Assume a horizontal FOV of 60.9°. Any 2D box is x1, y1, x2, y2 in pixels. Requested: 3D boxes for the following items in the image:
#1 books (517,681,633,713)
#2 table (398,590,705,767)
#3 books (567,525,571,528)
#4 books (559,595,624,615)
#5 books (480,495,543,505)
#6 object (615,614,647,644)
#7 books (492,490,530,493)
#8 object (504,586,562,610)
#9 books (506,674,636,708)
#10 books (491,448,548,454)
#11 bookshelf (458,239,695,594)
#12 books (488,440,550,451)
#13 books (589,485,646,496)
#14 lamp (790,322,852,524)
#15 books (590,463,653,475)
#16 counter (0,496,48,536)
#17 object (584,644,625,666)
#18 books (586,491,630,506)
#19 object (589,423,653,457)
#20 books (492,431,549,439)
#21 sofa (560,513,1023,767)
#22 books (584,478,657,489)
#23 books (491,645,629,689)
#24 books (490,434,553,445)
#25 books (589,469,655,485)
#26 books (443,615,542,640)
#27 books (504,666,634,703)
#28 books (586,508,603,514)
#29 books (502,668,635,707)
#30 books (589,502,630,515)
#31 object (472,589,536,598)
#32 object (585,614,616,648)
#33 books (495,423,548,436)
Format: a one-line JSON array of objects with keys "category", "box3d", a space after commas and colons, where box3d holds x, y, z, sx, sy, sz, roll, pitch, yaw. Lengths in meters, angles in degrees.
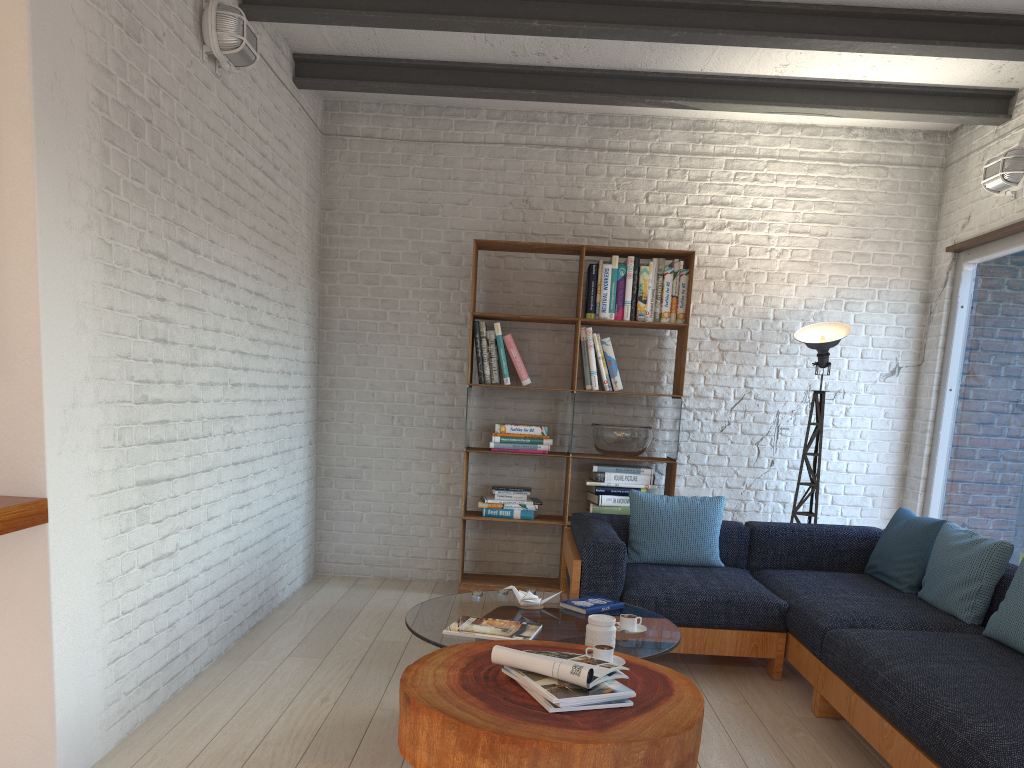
[{"category": "books", "box3d": [0.165, 0.883, 2.530, 0.253, 0.011, 0.313, 3, -1, -20]}, {"category": "table", "box3d": [0.068, 1.120, 3.101, 1.075, 0.454, 1.805, 3, 0, 6]}, {"category": "books", "box3d": [0.358, 1.114, 5.689, 0.036, 0.391, 0.238, 3, 7, 1]}, {"category": "books", "box3d": [0.337, 0.938, 3.703, 0.231, 0.023, 0.160, 4, -1, -41]}, {"category": "books", "box3d": [-0.006, 0.751, 5.633, 0.380, 0.018, 0.240, 3, -1, -7]}, {"category": "object", "box3d": [0.452, 0.924, 3.306, 0.155, 0.058, 0.266, 3, 0, -7]}, {"category": "books", "box3d": [-0.003, 0.685, 5.645, 0.242, 0.008, 0.154, 3, -1, 1]}, {"category": "object", "box3d": [0.085, 0.889, 3.662, 0.185, 0.093, 0.192, 4, 1, 26]}, {"category": "books", "box3d": [0.163, 0.872, 2.543, 0.253, 0.011, 0.313, 3, -1, -30]}, {"category": "books", "box3d": [0.050, 0.421, 5.581, 0.355, 0.021, 0.268, 3, -1, 1]}, {"category": "bookshelf", "box3d": [0.374, 0.283, 5.539, 1.318, 2.247, 0.355, 3, 9, 0]}, {"category": "books", "box3d": [0.042, 0.392, 5.570, 0.380, 0.037, 0.240, 3, 0, -4]}, {"category": "books", "box3d": [0.672, 0.676, 5.594, 0.327, 0.056, 0.251, 3, 0, -5]}, {"category": "lamp", "box3d": [1.990, 0.549, 5.218, 0.505, 1.883, 0.849, -2, 9, -27]}, {"category": "books", "box3d": [0.700, 0.544, 5.597, 0.379, 0.037, 0.240, 3, 0, 1]}, {"category": "counter", "box3d": [-2.229, 0.735, 1.378, 1.685, 0.935, 2.459, 3, 1, 1]}, {"category": "object", "box3d": [0.290, 0.874, 2.821, 0.146, 0.057, 0.172, 3, 0, -10]}, {"category": "books", "box3d": [0.697, 0.739, 5.615, 0.380, 0.066, 0.240, 3, 0, -13]}, {"category": "object", "box3d": [0.694, 0.363, 5.580, 0.398, 0.205, 0.399, 5, 2, 42]}, {"category": "books", "box3d": [0.054, 0.326, 5.572, 0.356, 0.021, 0.268, 3, -1, -1]}, {"category": "sofa", "box3d": [1.302, 1.078, 3.197, 2.079, 0.671, 3.891, 3, 0, 1]}, {"category": "books", "box3d": [0.691, 0.639, 5.599, 0.444, 0.021, 0.268, 3, -1, 1]}, {"category": "books", "box3d": [0.147, 0.836, 2.590, 0.319, 0.111, 0.271, 3, 1, 33]}, {"category": "books", "box3d": [0.055, 0.355, 5.557, 0.380, 0.037, 0.240, 3, 0, -6]}, {"category": "books", "box3d": [0.702, 0.596, 5.610, 0.380, 0.066, 0.240, 3, 0, -5]}, {"category": "books", "box3d": [-0.069, 0.917, 3.263, 0.317, 0.011, 0.249, 3, -1, 13]}, {"category": "books", "box3d": [0.157, 0.850, 2.514, 0.253, 0.011, 0.313, 3, -1, -25]}, {"category": "books", "box3d": [0.680, 0.859, 5.633, 0.380, 0.066, 0.240, 3, 0, -5]}, {"category": "books", "box3d": [0.157, 0.861, 2.524, 0.253, 0.011, 0.313, 3, -1, -30]}, {"category": "books", "box3d": [0.682, 0.799, 5.641, 0.362, 0.056, 0.278, 3, 0, 3]}, {"category": "object", "box3d": [-0.037, 0.917, 3.841, 0.302, 0.028, 0.067, 3, 1, -22]}, {"category": "object", "box3d": [0.318, 0.888, 3.119, 0.107, 0.110, 0.106, 4, 5, 16]}, {"category": "books", "box3d": [0.065, 0.288, 5.563, 0.326, 0.056, 0.251, 3, 0, 3]}]
